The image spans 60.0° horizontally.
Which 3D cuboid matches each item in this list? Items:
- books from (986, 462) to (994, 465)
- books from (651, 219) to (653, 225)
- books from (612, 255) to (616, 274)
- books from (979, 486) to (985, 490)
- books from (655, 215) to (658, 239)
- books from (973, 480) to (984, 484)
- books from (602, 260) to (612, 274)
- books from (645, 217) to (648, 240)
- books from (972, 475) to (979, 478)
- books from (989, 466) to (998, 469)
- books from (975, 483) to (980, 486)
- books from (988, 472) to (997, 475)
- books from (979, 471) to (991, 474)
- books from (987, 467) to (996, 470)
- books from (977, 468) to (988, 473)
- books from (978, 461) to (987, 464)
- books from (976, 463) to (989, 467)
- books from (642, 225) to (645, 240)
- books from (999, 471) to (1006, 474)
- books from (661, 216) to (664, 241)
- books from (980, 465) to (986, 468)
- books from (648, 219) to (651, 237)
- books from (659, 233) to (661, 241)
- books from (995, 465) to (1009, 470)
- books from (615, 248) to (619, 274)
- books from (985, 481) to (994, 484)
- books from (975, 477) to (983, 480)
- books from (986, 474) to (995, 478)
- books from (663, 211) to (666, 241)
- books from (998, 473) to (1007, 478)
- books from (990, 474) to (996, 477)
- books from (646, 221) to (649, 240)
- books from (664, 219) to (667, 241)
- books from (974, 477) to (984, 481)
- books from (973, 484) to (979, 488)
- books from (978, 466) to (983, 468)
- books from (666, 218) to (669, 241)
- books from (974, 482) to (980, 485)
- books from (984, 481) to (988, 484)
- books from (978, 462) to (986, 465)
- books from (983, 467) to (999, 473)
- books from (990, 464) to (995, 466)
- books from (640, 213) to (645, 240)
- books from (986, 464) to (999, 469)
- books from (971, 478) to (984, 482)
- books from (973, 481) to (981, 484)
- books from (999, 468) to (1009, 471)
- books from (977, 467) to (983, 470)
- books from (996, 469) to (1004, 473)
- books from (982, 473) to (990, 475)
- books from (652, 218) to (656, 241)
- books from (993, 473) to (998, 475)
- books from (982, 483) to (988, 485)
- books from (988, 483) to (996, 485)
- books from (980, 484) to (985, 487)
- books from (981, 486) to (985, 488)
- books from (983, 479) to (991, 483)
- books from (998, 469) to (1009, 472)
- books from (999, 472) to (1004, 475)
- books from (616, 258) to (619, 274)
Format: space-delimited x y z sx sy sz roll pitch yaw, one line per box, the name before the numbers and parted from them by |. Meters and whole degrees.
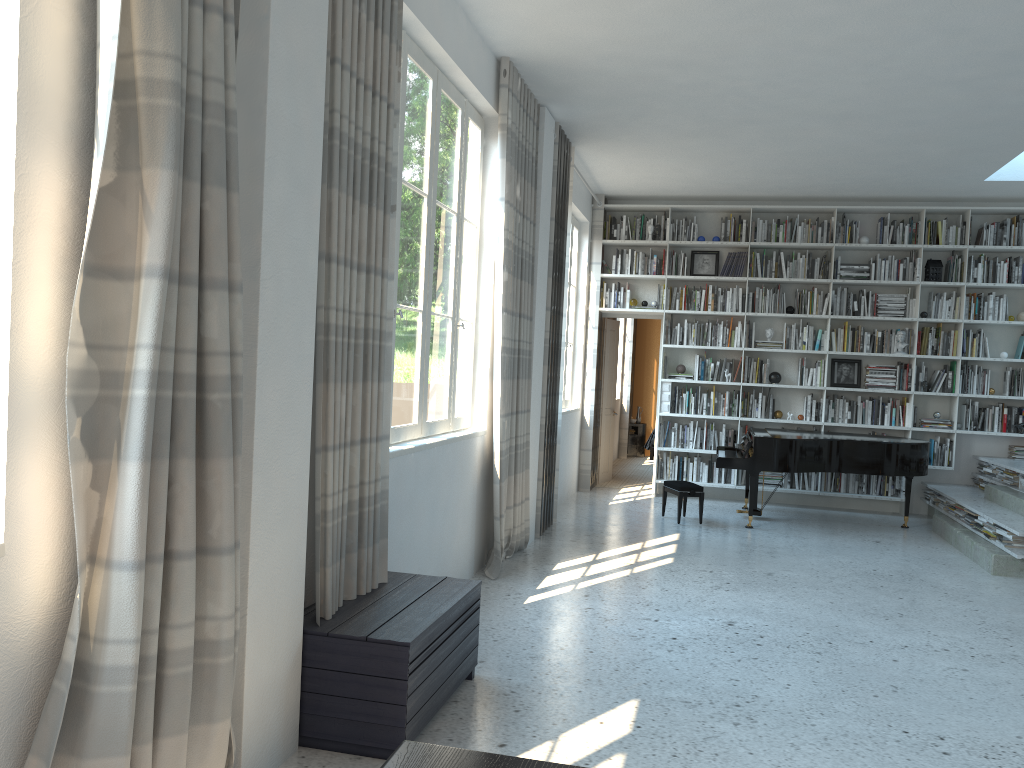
books | 4.742 0.777 8.629 0.171 0.020 0.193 3 1 8
books | 1.530 -1.663 9.680 0.021 0.253 0.179 3 2 13
books | 1.133 -1.298 9.783 0.034 0.218 0.166 3 2 13
books | 4.690 1.027 8.661 0.187 0.009 0.261 3 1 16
books | 1.576 -1.680 9.679 0.013 0.292 0.154 3 2 13
books | 4.781 0.989 8.959 0.158 0.012 0.278 3 1 12
books | 1.058 -1.282 9.812 0.121 0.176 0.129 3 2 13
books | 1.470 -1.677 9.698 0.013 0.275 0.158 3 2 13
books | 4.774 0.942 8.960 0.174 0.009 0.240 3 1 15
books | 4.750 0.818 8.628 0.143 0.012 0.264 3 1 18
books | 4.778 1.023 8.961 0.144 0.005 0.257 3 1 18
books | 4.747 0.874 8.630 0.152 0.009 0.259 3 1 10
books | 4.810 0.890 8.915 0.163 0.017 0.232 3 1 15
books | 4.743 0.828 8.630 0.171 0.007 0.206 3 1 15
books | 4.802 0.873 8.916 0.175 0.017 0.265 3 1 16
books | 4.814 0.797 8.912 0.159 0.011 0.246 3 1 10
books | 4.803 0.817 8.915 0.171 0.015 0.252 3 1 8
books | 1.448 -1.634 9.698 0.024 0.187 0.159 3 2 13
books | 4.685 0.834 8.331 0.144 0.013 0.220 3 1 16
books | 1.641 -1.673 9.655 0.022 0.287 0.175 3 2 13
books | 4.823 0.841 8.911 0.145 0.008 0.297 3 1 12
books | 1.505 -1.659 9.677 0.025 0.244 0.167 3 2 13
books | 1.614 -1.624 9.663 0.028 0.185 0.167 3 2 13
books | 4.673 0.789 8.333 0.165 0.015 0.243 3 1 8
books | 1.158 -1.337 9.779 0.011 0.297 0.162 3 2 13
books | 4.713 0.962 8.655 0.144 0.009 0.249 3 1 17
books | 4.779 0.954 8.959 0.152 0.015 0.208 3 1 18
books | 4.740 0.907 8.633 0.173 0.017 0.233 3 1 12
books | 1.658 -1.698 9.646 0.014 0.338 0.167 3 2 13
books | 4.683 0.863 8.333 0.154 0.018 0.220 3 1 12
books | 4.759 0.889 8.628 0.131 0.021 0.240 3 1 15
books | 1.485 -1.652 9.695 0.021 0.226 0.156 3 2 13
books | 1.677 -1.658 9.649 0.025 0.259 0.138 3 2 13
books | 4.777 0.966 8.960 0.159 0.009 0.210 3 1 17
books | 4.777 1.035 8.961 0.163 0.019 0.187 3 1 12
books | 4.814 0.849 8.913 0.156 0.009 0.287 3 1 11
books | 1.693 -1.652 9.607 0.024 0.252 0.235 3 2 13
books | 4.787 1.014 8.958 0.147 0.014 0.292 3 1 13
books | 4.717 0.975 8.654 0.137 0.018 0.200 3 1 9
books | 4.814 0.806 8.912 0.167 0.008 0.234 3 1 12
books | 4.732 0.845 8.633 0.189 0.030 0.237 3 1 10
books | 4.752 0.791 8.627 0.159 0.007 0.285 3 1 12
books | 1.428 -1.699 9.712 0.029 0.315 0.129 3 2 13
books | 4.750 0.803 8.628 0.163 0.018 0.289 3 1 12
books | 4.769 0.973 8.962 0.184 0.006 0.262 3 1 14
books | 4.777 1.000 8.961 0.170 0.012 0.215 3 1 13
books | 4.685 0.803 8.331 0.149 0.013 0.220 3 1 16
books | 4.807 0.858 8.915 0.179 0.012 0.261 3 1 13
books | 4.678 0.823 8.333 0.167 0.008 0.234 3 1 12
books | 4.823 0.907 8.912 0.134 0.014 0.181 3 1 10
books | 1.553 -1.664 9.672 0.027 0.259 0.147 3 2 13
books | 4.744 0.865 8.631 0.163 0.008 0.294 3 1 11
books | 4.710 0.988 8.656 0.159 0.009 0.228 3 1 14
books | 4.626 0.966 8.357 0.181 0.017 0.250 3 1 10
books | 4.697 1.000 8.659 0.180 0.017 0.182 3 1 10
books | 4.708 1.016 8.657 0.160 0.014 0.268 3 1 12
books | 4.715 0.950 8.654 0.149 0.014 0.228 3 1 11
books | 4.684 0.815 8.331 0.160 0.010 0.179 3 1 13
books | 4.687 0.847 8.331 0.150 0.013 0.215 3 1 13
books | 1.175 -1.284 9.788 0.024 0.192 0.138 3 2 13
